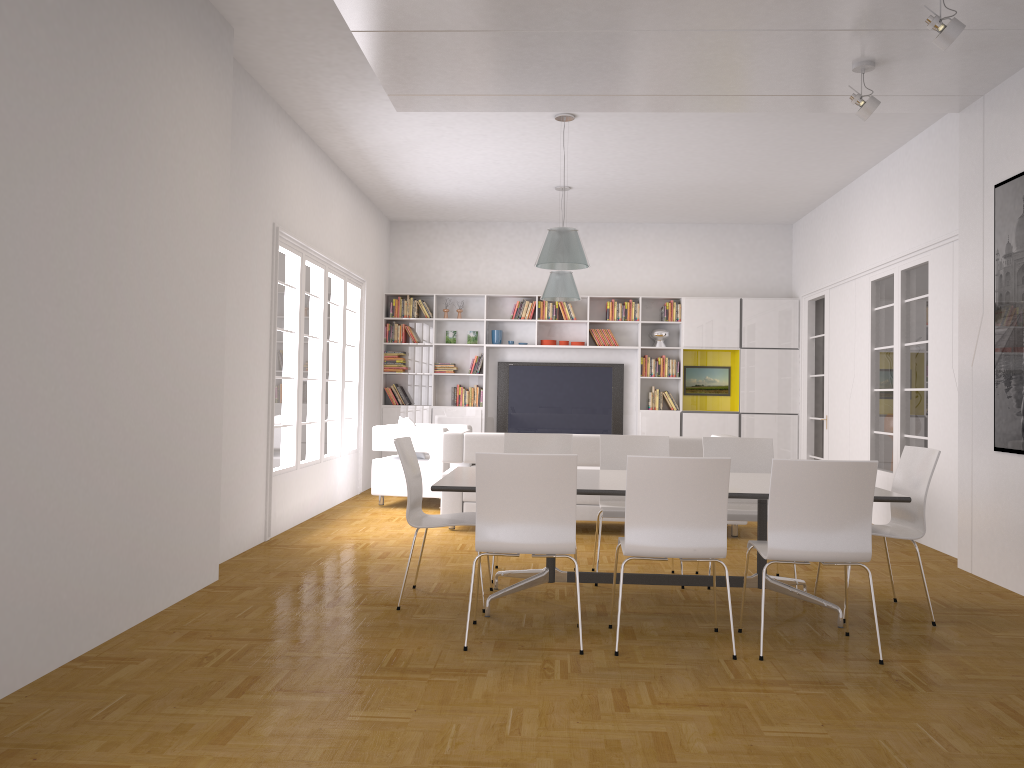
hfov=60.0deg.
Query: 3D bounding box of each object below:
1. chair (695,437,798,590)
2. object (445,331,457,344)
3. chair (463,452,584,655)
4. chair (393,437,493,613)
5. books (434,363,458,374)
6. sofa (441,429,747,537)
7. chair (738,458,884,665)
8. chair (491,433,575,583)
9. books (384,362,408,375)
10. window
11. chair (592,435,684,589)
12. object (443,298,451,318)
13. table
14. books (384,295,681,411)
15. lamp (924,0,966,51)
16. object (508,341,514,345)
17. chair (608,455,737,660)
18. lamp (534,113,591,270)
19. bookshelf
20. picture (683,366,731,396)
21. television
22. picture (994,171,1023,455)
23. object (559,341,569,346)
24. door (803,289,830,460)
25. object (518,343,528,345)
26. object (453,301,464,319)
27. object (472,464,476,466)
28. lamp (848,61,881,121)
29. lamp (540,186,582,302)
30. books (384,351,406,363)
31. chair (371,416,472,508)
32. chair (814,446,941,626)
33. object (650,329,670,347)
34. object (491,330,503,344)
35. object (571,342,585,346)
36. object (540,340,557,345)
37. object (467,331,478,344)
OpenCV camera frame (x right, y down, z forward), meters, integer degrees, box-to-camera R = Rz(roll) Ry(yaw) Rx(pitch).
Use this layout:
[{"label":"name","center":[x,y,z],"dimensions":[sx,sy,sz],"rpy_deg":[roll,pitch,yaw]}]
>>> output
[{"label":"chair","center":[1.522,0.830,5.817],"dimensions":[0.561,0.932,0.575],"rpy_deg":[1,-1,3]},{"label":"object","center":[-0.812,-0.618,11.803],"dimensions":[0.144,0.190,0.051],"rpy_deg":[1,-2,3]},{"label":"chair","center":[0.071,0.788,4.332],"dimensions":[0.561,0.932,0.575],"rpy_deg":[1,-1,3]},{"label":"chair","center":[-0.406,0.788,5.152],"dimensions":[0.575,0.932,0.560],"rpy_deg":[1,-1,3]},{"label":"books","center":[-0.867,-0.194,11.690],"dimensions":[0.284,0.153,0.207],"rpy_deg":[1,-1,3]},{"label":"sofa","center":[0.716,0.865,7.997],"dimensions":[2.622,0.849,0.822],"rpy_deg":[1,-1,3]},{"label":"chair","center":[1.431,0.812,4.263],"dimensions":[0.561,0.932,0.575],"rpy_deg":[1,-1,3]},{"label":"chair","center":[0.162,0.806,5.886],"dimensions":[0.561,0.932,0.575],"rpy_deg":[1,-1,3]},{"label":"books","center":[-1.535,-0.205,11.724],"dimensions":[0.284,0.153,0.207],"rpy_deg":[1,-1,3]},{"label":"window","center":[-1.902,-0.006,8.705],"dimensions":[0.195,2.529,3.348],"rpy_deg":[1,-1,3]},{"label":"chair","center":[0.822,0.817,5.853],"dimensions":[0.561,0.932,0.575],"rpy_deg":[1,-1,3]},{"label":"object","center":[-0.848,-0.991,11.732],"dimensions":[0.120,0.279,0.179],"rpy_deg":[1,-1,8]},{"label":"table","center":[0.811,0.909,5.070],"dimensions":[2.411,0.723,1.210],"rpy_deg":[1,-1,3]},{"label":"books","center":[0.253,-0.412,11.627],"dimensions":[3.862,1.456,0.235],"rpy_deg":[1,-2,3]},{"label":"lamp","center":[2.188,-1.858,4.455],"dimensions":[0.167,0.364,0.173],"rpy_deg":[3,-2,-44]},{"label":"object","center":[-0.011,-0.536,11.640],"dimensions":[0.078,0.056,0.078],"rpy_deg":[1,-1,28]},{"label":"chair","center":[0.771,0.800,4.297],"dimensions":[0.561,0.932,0.575],"rpy_deg":[1,-1,3]},{"label":"lamp","center":[0.426,-1.592,7.320],"dimensions":[0.464,1.250,0.464],"rpy_deg":[1,-2,2]},{"label":"bookshelf","center":[0.988,0.101,11.608],"dimensions":[5.365,2.481,0.389],"rpy_deg":[1,-2,3]},{"label":"picture","center":[2.560,-0.040,11.637],"dimensions":[0.609,0.388,0.007],"rpy_deg":[1,-2,3]},{"label":"television","center":[0.632,0.264,11.686],"dimensions":[1.660,1.088,0.082],"rpy_deg":[1,-2,3]},{"label":"picture","center":[3.202,-0.449,5.536],"dimensions":[0.013,1.781,0.786],"rpy_deg":[1,-2,3]},{"label":"object","center":[0.681,-0.526,11.617],"dimensions":[0.128,0.073,0.129],"rpy_deg":[1,-1,-1]},{"label":"door","center":[3.635,0.151,10.555],"dimensions":[0.139,2.456,1.008],"rpy_deg":[1,-2,3]},{"label":"object","center":[0.145,-0.521,11.631],"dimensions":[0.124,0.032,0.123],"rpy_deg":[1,-1,-12]},{"label":"object","center":[-0.728,-0.979,11.743],"dimensions":[0.179,0.260,0.119],"rpy_deg":[0,-2,23]},{"label":"object","center":[-0.516,1.115,11.221],"dimensions":[0.211,0.391,0.217],"rpy_deg":[1,-2,3]},{"label":"lamp","center":[2.246,-1.845,5.610],"dimensions":[0.167,0.364,0.173],"rpy_deg":[3,-2,-44]},{"label":"lamp","center":[0.553,-1.564,9.859],"dimensions":[0.464,1.250,0.464],"rpy_deg":[1,-2,2]},{"label":"books","center":[-1.549,-0.355,11.730],"dimensions":[0.252,0.153,0.207],"rpy_deg":[1,-1,3]},{"label":"chair","center":[-0.944,0.807,9.589],"dimensions":[0.801,0.912,1.095],"rpy_deg":[1,-1,13]},{"label":"chair","center":[2.077,0.824,5.027],"dimensions":[0.575,0.932,0.560],"rpy_deg":[1,-1,3]},{"label":"object","center":[1.923,-0.589,11.552],"dimensions":[0.256,0.239,0.256],"rpy_deg":[1,-1,11]},{"label":"object","center":[-0.199,-0.608,11.651],"dimensions":[0.147,0.192,0.147],"rpy_deg":[1,-1,-8]},{"label":"object","center":[0.861,-0.520,11.588],"dimensions":[0.182,0.054,0.183],"rpy_deg":[1,-1,-1]},{"label":"object","center":[0.478,-0.537,11.627],"dimensions":[0.210,0.073,0.211],"rpy_deg":[1,-1,-22]},{"label":"object","center":[-0.524,-0.612,11.788],"dimensions":[0.144,0.190,0.051],"rpy_deg":[1,-2,3]}]
